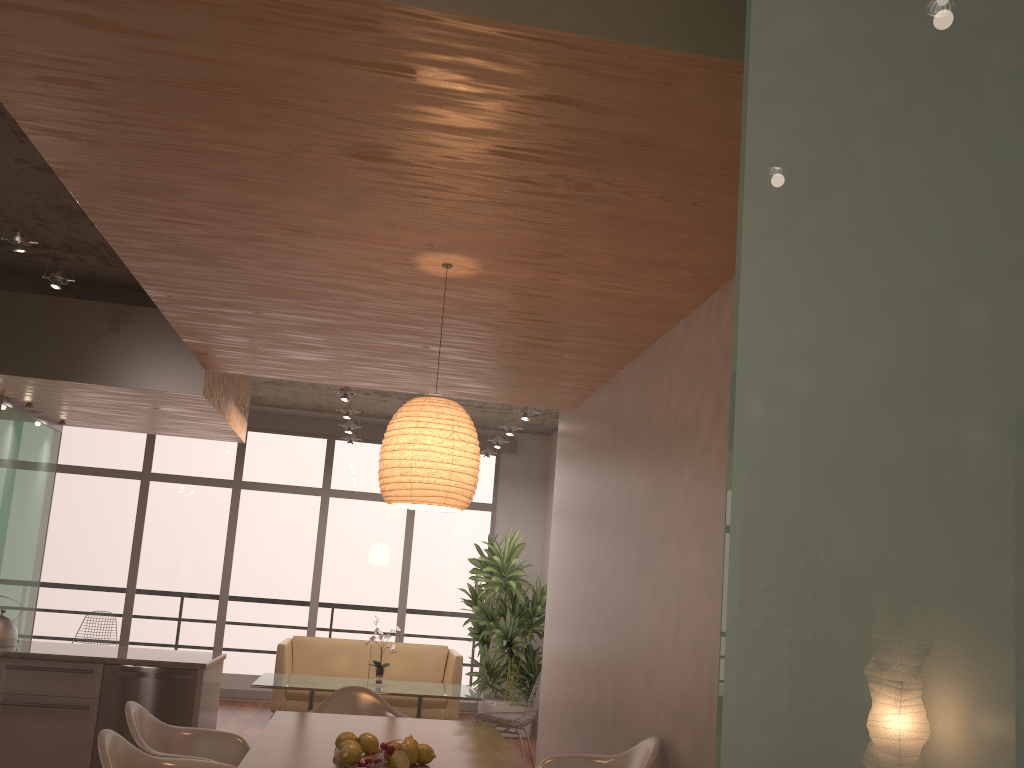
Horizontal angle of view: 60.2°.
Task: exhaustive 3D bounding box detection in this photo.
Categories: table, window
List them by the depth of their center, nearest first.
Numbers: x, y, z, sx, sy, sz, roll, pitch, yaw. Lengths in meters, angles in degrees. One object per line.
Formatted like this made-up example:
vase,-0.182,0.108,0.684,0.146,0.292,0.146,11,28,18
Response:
table,-0.470,1.767,3.170,1.026,0.797,2.107,6,-13,-8
table,-1.259,2.874,7.593,1.871,0.552,0.955,6,-12,-8
window,-4.266,1.817,10.035,8.563,3.236,0.063,6,-8,-8

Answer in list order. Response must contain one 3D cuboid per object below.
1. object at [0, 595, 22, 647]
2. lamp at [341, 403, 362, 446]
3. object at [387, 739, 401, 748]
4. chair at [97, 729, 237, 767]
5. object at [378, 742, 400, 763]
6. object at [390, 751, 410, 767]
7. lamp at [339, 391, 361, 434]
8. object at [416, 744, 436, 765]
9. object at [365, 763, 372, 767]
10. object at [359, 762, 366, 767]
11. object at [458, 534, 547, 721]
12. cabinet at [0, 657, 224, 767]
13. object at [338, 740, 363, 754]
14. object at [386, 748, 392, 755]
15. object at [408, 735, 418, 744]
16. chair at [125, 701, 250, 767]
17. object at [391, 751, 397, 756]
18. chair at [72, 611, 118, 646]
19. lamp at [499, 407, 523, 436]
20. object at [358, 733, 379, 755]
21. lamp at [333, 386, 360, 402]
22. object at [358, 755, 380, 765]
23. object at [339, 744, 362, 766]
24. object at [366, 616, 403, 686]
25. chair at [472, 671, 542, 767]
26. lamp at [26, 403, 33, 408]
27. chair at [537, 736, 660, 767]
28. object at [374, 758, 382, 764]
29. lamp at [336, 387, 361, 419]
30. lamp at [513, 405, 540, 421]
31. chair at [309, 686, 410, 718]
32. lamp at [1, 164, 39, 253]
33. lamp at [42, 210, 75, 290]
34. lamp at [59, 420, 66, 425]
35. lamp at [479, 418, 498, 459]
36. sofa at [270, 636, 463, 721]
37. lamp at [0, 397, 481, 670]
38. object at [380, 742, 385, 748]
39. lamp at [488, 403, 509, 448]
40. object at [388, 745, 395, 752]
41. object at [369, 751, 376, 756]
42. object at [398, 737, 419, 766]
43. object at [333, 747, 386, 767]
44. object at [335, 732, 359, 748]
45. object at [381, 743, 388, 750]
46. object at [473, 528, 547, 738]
object,-3.104,1.418,5.308,0.262,0.301,0.266,3,-10,8
lamp,-1.768,0.442,9.806,0.200,0.476,0.135,12,-11,-40
object,-0.420,1.289,3.168,0.065,0.021,0.071,-7,-17,41
chair,-1.161,1.673,3.097,0.643,0.849,0.694,7,-10,-13
object,-0.426,1.328,3.181,0.079,0.073,0.084,-6,-15,44
object,-0.388,1.297,3.033,0.063,0.068,0.075,-1,-12,29
lamp,-1.635,0.264,9.002,0.200,0.476,0.135,12,-11,-40
object,-0.322,1.337,3.189,0.081,0.071,0.084,8,-12,-19
object,-0.482,1.287,2.964,0.025,0.026,0.026,0,-11,20
object,-0.502,1.288,2.976,0.026,0.025,0.026,1,-11,16
object,-0.061,2.730,9.888,1.080,2.075,0.980,3,-9,10
cabinet,-2.499,0.997,3.713,1.915,2.241,4.314,6,-12,-8
object,-0.579,1.309,3.154,0.081,0.071,0.084,8,-12,-19
object,-0.434,1.302,3.127,0.024,0.026,0.026,10,-12,-27
object,-0.374,1.336,3.228,0.072,0.099,0.075,0,-11,26
chair,-1.365,1.817,3.777,0.643,0.849,0.694,7,-10,-13
object,-0.412,1.306,3.111,0.026,0.026,0.024,6,-11,-9
chair,-4.491,2.875,9.383,0.543,0.888,0.569,6,-10,-8
lamp,0.005,0.253,8.419,0.200,0.476,0.135,12,-11,-40
object,-0.536,1.345,3.301,0.079,0.076,0.081,11,-13,-33
lamp,-1.368,-0.094,7.394,0.200,0.476,0.135,12,-11,-40
object,-0.487,1.292,3.020,0.076,0.042,0.094,-5,-15,36
object,-0.545,1.252,2.978,0.083,0.070,0.081,11,-13,-31
object,-1.128,2.316,7.656,0.298,0.581,0.376,7,-10,-14
chair,-0.012,2.644,6.931,0.561,0.888,0.551,2,-10,11
lamp,-3.748,-0.044,6.921,0.103,0.464,0.154,10,-10,-35
chair,0.300,1.961,3.845,0.643,0.849,0.695,6,-10,-8
object,-0.455,1.282,2.996,0.026,0.026,0.023,4,-10,4
lamp,-1.502,0.085,8.198,0.200,0.476,0.135,12,-11,-40
lamp,0.138,0.074,7.615,0.200,0.476,0.135,12,-11,-40
chair,-0.803,2.056,4.609,0.686,0.849,0.651,9,-11,-23
lamp,-2.438,-0.887,4.419,0.154,0.464,0.104,12,-11,-41
lamp,-2.530,-0.763,4.976,0.154,0.464,0.104,12,-11,-41
lamp,-3.871,0.122,7.668,0.103,0.464,0.154,10,-10,-35
lamp,-0.261,0.611,10.026,0.200,0.476,0.135,12,-11,-40
sofa,-1.446,3.020,8.869,1.802,0.826,0.893,6,-11,-8
lamp,-1.926,0.813,4.447,3.217,1.328,3.118,6,-13,-8
object,-0.461,1.299,3.168,0.025,0.026,0.026,13,-14,-40
lamp,-0.128,0.432,9.222,0.200,0.476,0.135,12,-11,-40
object,-0.427,1.287,3.117,0.024,0.026,0.026,10,-12,-27
object,-0.510,1.355,3.230,0.026,0.026,0.024,6,-11,-9
object,-0.367,1.307,3.138,0.074,0.092,0.076,5,-10,-1
object,-0.517,1.280,2.985,0.174,0.059,0.177,6,-13,-8
object,-0.620,1.340,3.303,0.078,0.076,0.081,9,-12,-22
object,-0.455,1.291,3.141,0.026,0.026,0.024,0,-11,23
object,0.063,2.584,9.227,0.966,2.075,1.096,4,-9,5
